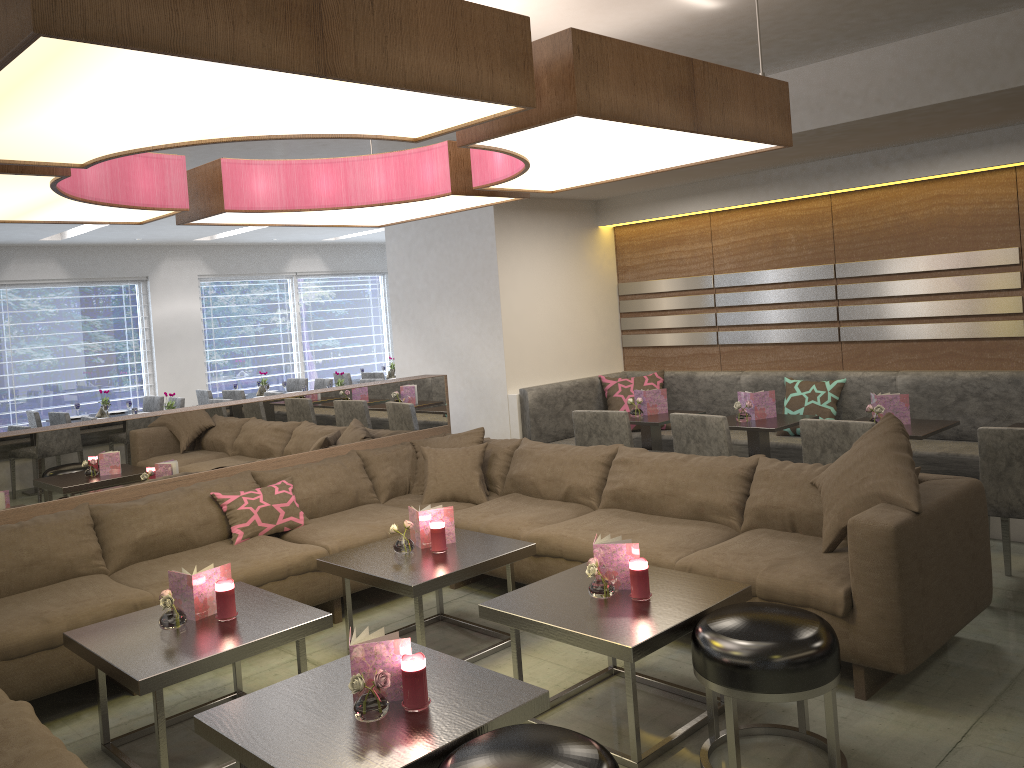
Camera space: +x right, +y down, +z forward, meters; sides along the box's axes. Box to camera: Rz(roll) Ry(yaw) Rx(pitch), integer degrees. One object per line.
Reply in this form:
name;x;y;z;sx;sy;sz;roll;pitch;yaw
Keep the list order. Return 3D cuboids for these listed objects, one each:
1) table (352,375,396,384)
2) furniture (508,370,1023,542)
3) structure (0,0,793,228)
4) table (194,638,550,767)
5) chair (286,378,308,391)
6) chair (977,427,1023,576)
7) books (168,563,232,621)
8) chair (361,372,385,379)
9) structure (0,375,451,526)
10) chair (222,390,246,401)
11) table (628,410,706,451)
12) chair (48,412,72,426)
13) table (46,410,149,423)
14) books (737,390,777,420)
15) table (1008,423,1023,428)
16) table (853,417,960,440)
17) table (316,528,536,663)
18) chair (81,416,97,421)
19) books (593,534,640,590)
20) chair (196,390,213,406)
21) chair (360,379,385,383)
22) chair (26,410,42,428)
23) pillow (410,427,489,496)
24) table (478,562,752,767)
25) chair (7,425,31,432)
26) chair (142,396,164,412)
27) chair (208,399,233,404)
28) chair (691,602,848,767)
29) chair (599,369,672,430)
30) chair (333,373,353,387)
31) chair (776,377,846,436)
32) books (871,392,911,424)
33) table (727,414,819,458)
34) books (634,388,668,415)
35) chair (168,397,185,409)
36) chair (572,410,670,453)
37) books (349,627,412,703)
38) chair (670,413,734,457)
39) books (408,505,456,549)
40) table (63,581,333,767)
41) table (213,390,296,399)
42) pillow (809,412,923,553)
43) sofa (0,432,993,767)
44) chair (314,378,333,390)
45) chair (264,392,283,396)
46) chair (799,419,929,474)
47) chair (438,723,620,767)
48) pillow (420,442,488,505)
table;-1.450;0.239;11.110;0.780;0.633;1.187;-7;5;-44
furniture;1.367;0.582;3.456;4.275;0.852;5.640;-9;7;-44
structure;-0.759;-1.009;3.098;2.453;0.617;2.443;-9;7;-44
table;-0.351;1.033;2.298;0.660;0.411;0.657;-8;5;-44
chair;-2.660;0.337;10.309;0.476;0.761;0.494;-3;2;41
chair;2.279;0.535;3.773;0.476;0.761;0.494;-3;2;42
books;-1.083;0.734;3.115;0.257;0.164;0.143;-4;2;10
chair;-1.493;0.215;10.706;0.476;0.761;0.494;-3;2;41
structure;-1.801;0.656;4.455;3.790;1.006;0.223;-9;4;-44
chair;-2.761;0.418;9.461;0.476;0.761;0.494;-3;2;41
table;0.907;0.526;5.660;0.508;0.654;0.505;-6;3;-44
chair;-3.980;0.612;8.265;0.476;0.761;0.494;-3;2;41
table;-3.937;0.637;8.668;0.780;0.633;1.187;-7;5;-44
books;1.442;0.123;5.206;0.158;0.164;0.143;-5;3;-24
table;2.511;0.549;4.017;0.508;0.654;0.505;-6;3;-44
table;1.977;0.541;4.564;0.508;0.654;0.505;-6;3;-44
table;-0.347;0.909;3.726;0.660;0.411;0.657;-8;5;-44
chair;-3.329;0.629;7.516;0.494;0.761;0.476;-6;2;-39
books;0.376;0.625;3.114;0.157;0.164;0.143;-4;2;11
chair;-3.170;0.419;9.797;0.494;0.761;0.476;-6;2;-39
chair;-1.601;0.352;9.224;0.476;0.761;0.494;-3;2;41
chair;-4.388;0.614;8.601;0.494;0.761;0.476;-6;2;-39
pillow;-0.359;0.458;5.020;0.525;0.394;0.293;-3;2;15
table;0.363;0.919;2.998;0.660;0.411;0.657;-8;5;-44
chair;-4.025;0.739;6.844;0.476;0.761;0.494;-3;2;41
chair;-3.879;0.531;9.113;0.476;0.761;0.494;-3;2;41
chair;-2.819;0.546;8.028;0.476;0.761;0.494;-3;2;41
chair;0.754;0.904;2.614;0.422;0.450;0.424;-3;3;27
chair;0.897;0.133;6.376;0.491;0.427;0.296;-4;2;-1
chair;-1.902;0.216;11.043;0.494;0.761;0.476;-6;2;-39
chair;1.888;0.160;5.589;0.220;0.395;0.426;-6;3;-43
books;1.988;0.130;4.646;0.157;0.164;0.143;-4;2;11
table;1.442;0.534;5.112;0.508;0.654;0.505;-6;3;-44
books;0.905;0.115;5.756;0.158;0.164;0.143;-5;3;-24
chair;-3.504;0.538;8.718;0.494;0.761;0.476;-6;2;-39
chair;0.681;0.512;5.410;0.476;0.761;0.494;-3;2;38
books;-0.348;0.745;2.362;0.157;0.164;0.143;-5;2;-9
chair;1.202;0.518;4.895;0.494;0.761;0.476;-6;2;-37
books;-0.350;0.615;3.861;0.158;0.164;0.143;-5;3;-24
table;-1.061;1.023;3.025;0.660;0.411;0.657;-8;5;-44
table;-2.718;0.442;9.865;0.780;0.633;1.187;-7;5;-44
pillow;1.322;0.368;3.289;0.299;0.512;0.620;-5;3;-30
sofa;-0.598;0.841;3.222;3.783;0.674;3.175;-9;7;-44
chair;-2.286;0.343;9.914;0.494;0.761;0.476;-6;2;-39
chair;-2.111;0.434;8.712;0.494;0.761;0.476;-6;2;-39
chair;1.731;0.526;4.343;0.494;0.761;0.476;-6;2;-42
chair;0.042;1.018;1.914;0.422;0.450;0.424;-2;3;42
pillow;-0.312;0.501;4.814;0.380;0.322;0.235;-4;2;1
